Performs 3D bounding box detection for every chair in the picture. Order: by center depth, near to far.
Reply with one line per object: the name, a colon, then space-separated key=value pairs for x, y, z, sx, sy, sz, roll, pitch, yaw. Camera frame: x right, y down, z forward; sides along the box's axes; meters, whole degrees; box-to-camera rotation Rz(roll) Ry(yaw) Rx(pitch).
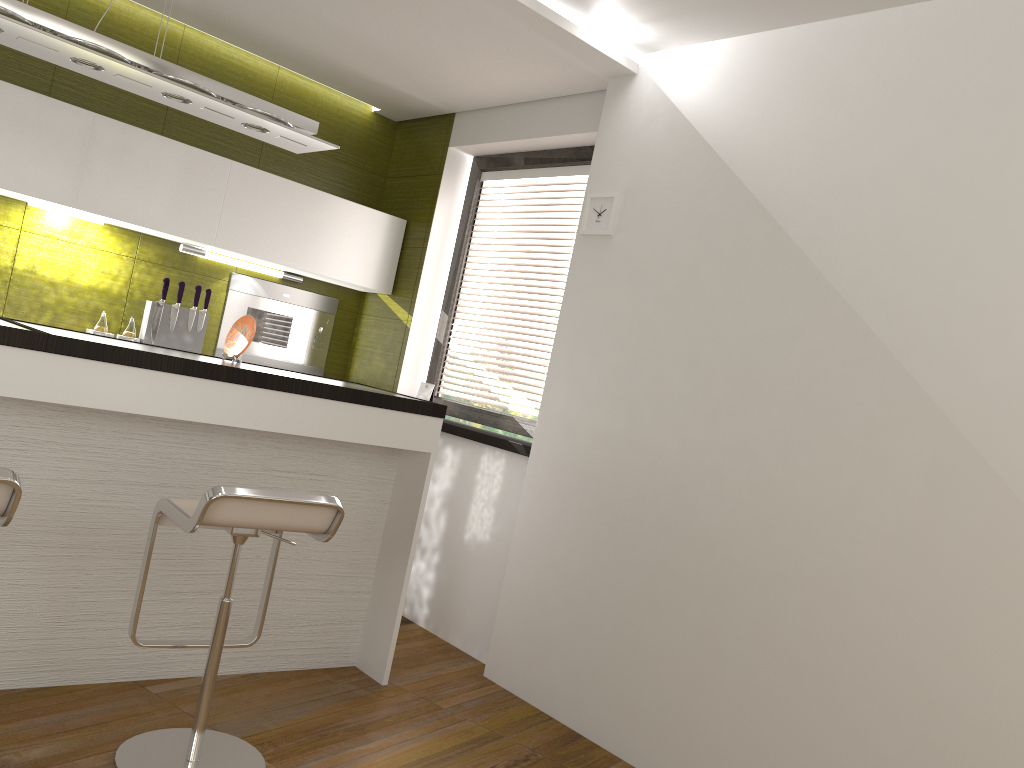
chair: x=-1.445 y=0.551 z=1.991 sx=0.418 sy=0.857 sz=0.460 roll=12 pitch=0 yaw=-42
chair: x=-0.829 y=0.683 z=2.557 sx=0.418 sy=0.857 sz=0.460 roll=12 pitch=0 yaw=-37

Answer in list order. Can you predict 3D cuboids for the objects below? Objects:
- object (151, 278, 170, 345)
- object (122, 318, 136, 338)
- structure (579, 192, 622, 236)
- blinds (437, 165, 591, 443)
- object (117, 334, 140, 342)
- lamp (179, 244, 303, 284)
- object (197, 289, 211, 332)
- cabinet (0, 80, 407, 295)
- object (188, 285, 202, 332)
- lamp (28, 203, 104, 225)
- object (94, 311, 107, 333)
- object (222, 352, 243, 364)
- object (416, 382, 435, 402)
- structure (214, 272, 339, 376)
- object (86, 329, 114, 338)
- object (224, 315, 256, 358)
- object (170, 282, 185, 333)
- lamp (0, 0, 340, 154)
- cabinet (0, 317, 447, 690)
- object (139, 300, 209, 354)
object: x=-1.744 y=-0.361 z=4.376 sx=0.046 sy=0.339 sz=0.013 roll=12 pitch=0 yaw=-42
object: x=-1.868 y=-0.270 z=4.343 sx=0.059 sy=0.121 sz=0.059 roll=12 pitch=0 yaw=15
structure: x=0.376 y=-0.721 z=3.770 sx=0.026 sy=0.180 sz=0.180 roll=12 pitch=0 yaw=-42
blinds: x=0.837 y=-2.873 z=8.678 sx=16.000 sy=12.704 sz=9.030 roll=12 pitch=0 yaw=-2
object: x=-1.880 y=-0.216 z=4.343 sx=0.107 sy=0.032 sz=0.107 roll=12 pitch=0 yaw=-30
lamp: x=-1.431 y=-0.637 z=4.741 sx=0.716 sy=0.041 sz=0.095 roll=12 pitch=0 yaw=-42
object: x=-1.574 y=-0.375 z=4.522 sx=0.040 sy=0.231 sz=0.013 roll=12 pitch=0 yaw=-42
cabinet: x=-2.218 y=-0.233 z=4.043 sx=3.471 sy=2.089 sz=0.724 roll=12 pitch=0 yaw=-42
object: x=-1.611 y=-0.382 z=4.488 sx=0.036 sy=0.243 sz=0.013 roll=12 pitch=0 yaw=-42
lamp: x=-2.099 y=-0.800 z=4.183 sx=0.334 sy=0.008 sz=0.008 roll=12 pitch=0 yaw=-42
object: x=-1.961 y=-0.290 z=4.242 sx=0.059 sy=0.121 sz=0.059 roll=12 pitch=0 yaw=4
object: x=-1.064 y=-0.147 z=3.443 sx=0.088 sy=0.131 sz=0.072 roll=12 pitch=0 yaw=43
object: x=-0.465 y=0.080 z=4.713 sx=0.106 sy=0.169 sz=0.057 roll=12 pitch=0 yaw=43
structure: x=-1.301 y=-0.315 z=4.960 sx=0.663 sy=0.469 sz=0.015 roll=12 pitch=0 yaw=-42
object: x=-1.972 y=-0.236 z=4.242 sx=0.107 sy=0.032 sz=0.107 roll=12 pitch=0 yaw=-41
object: x=-1.057 y=-0.185 z=3.444 sx=0.184 sy=0.178 sz=0.055 roll=12 pitch=0 yaw=44
object: x=-1.678 y=-0.385 z=4.429 sx=0.042 sy=0.264 sz=0.013 roll=12 pitch=0 yaw=-42
lamp: x=-1.282 y=-1.349 z=2.823 sx=1.677 sy=0.683 sz=0.326 roll=12 pitch=0 yaw=-42
cabinet: x=-1.662 y=0.366 z=2.783 sx=2.947 sy=1.134 sz=0.663 roll=12 pitch=0 yaw=-42
object: x=-1.707 y=-0.278 z=4.477 sx=0.293 sy=0.227 sz=0.107 roll=12 pitch=0 yaw=-42
